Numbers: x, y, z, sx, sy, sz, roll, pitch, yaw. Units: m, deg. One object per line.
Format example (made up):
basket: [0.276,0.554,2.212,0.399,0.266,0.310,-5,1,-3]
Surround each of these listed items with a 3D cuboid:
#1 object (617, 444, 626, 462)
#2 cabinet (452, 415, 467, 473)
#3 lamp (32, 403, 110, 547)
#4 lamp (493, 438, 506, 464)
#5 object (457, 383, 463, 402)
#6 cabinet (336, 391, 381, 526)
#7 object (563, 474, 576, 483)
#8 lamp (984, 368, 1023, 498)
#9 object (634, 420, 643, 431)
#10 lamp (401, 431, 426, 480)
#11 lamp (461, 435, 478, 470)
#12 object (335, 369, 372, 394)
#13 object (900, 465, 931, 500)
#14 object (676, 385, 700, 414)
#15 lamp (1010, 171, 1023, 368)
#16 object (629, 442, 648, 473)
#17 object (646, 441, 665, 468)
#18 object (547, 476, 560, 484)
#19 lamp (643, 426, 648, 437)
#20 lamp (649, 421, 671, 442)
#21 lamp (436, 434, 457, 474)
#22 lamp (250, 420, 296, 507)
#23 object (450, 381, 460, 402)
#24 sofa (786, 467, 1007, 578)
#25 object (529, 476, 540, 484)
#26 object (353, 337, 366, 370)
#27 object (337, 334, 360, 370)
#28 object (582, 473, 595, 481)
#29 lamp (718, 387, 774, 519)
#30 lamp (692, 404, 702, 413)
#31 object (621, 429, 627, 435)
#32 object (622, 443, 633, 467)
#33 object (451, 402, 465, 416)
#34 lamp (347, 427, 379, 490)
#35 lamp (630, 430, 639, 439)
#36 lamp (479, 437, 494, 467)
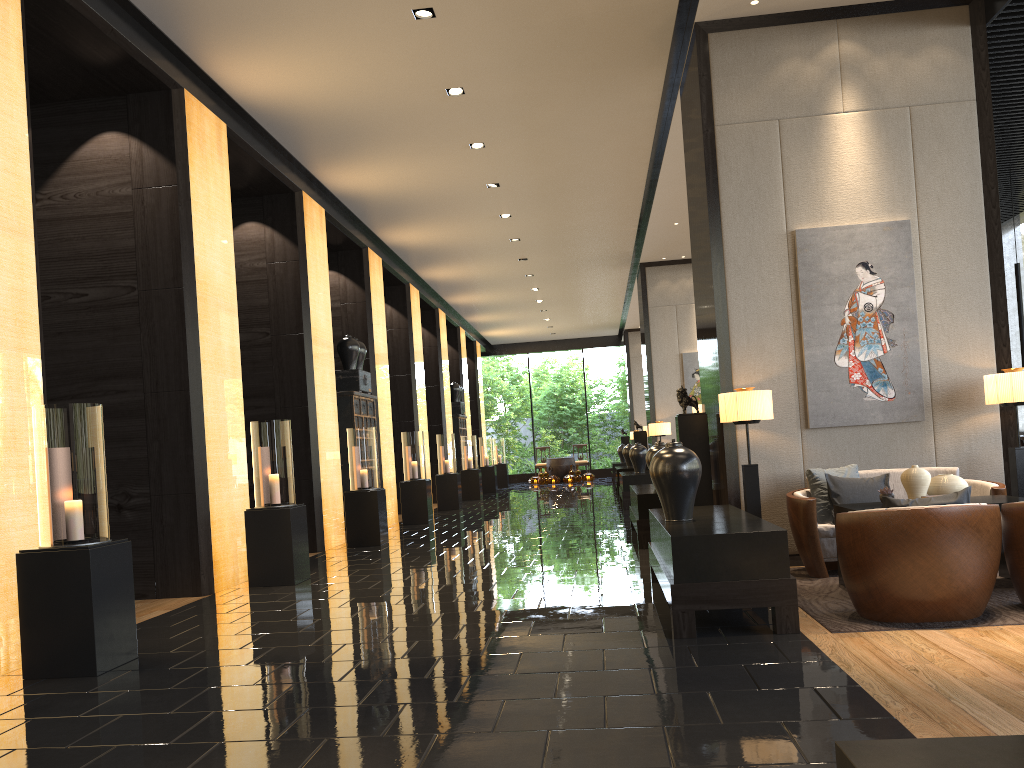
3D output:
object: [2.926,1.815,23.316,0.312,0.492,0.311,-5,-2,24]
cabinet: [-1.353,1.718,20.893,0.548,1.920,1.189,-4,-2,5]
lamp: [-2.345,0.480,4.713,0.336,0.728,0.337,-3,-2,-22]
lamp: [-0.361,1.904,25.173,0.336,0.728,0.337,-4,-2,-7]
object: [-1.332,0.205,21.109,0.311,0.492,0.312,-3,-2,-13]
cabinet: [-2.204,1.107,12.116,0.548,1.920,1.189,-4,-2,5]
object: [1.638,2.693,25.191,0.370,0.229,0.370,-4,-3,8]
lamp: [3.582,0.566,6.237,0.376,1.349,0.374,-5,-1,35]
object: [2.318,0.765,16.276,0.161,0.217,0.102,-4,-2,-7]
lamp: [-1.494,1.090,13.482,0.337,0.728,0.337,-4,-2,7]
lamp: [-0.928,1.497,19.328,0.337,0.728,0.337,-4,-2,7]
object: [-2.164,-0.014,12.151,0.365,0.314,0.607,-4,-4,5]
object: [2.475,0.615,5.422,0.171,0.235,0.171,-6,-3,40]
object: [1.456,0.130,7.350,0.176,0.245,0.116,-4,-2,5]
lamp: [6.031,-1.385,10.565,0.060,2.417,0.060,-4,-1,0]
object: [2.054,1.189,14.325,0.312,0.492,0.311,-5,-2,24]
object: [1.569,0.842,9.326,0.311,0.492,0.312,-3,-2,-13]
object: [1.180,2.726,25.230,0.370,0.229,0.370,-6,-4,28]
lamp: [2.768,1.446,17.100,0.375,1.349,0.375,-4,-1,24]
lamp: [2.594,1.320,15.300,0.375,1.349,0.375,-4,-1,24]
lamp: [-1.211,1.294,16.405,0.337,0.728,0.337,-4,-2,7]
lamp: [-2.061,0.684,7.636,0.336,0.728,0.337,-3,-2,-22]
object: [-1.364,0.182,20.779,0.311,0.492,0.312,-3,-2,-21]
sofa: [2.678,0.955,6.237,1.449,0.692,0.604,-4,-2,6]
object: [0.684,2.807,25.862,0.370,0.229,0.370,-5,-4,23]
object: [-2.183,-0.406,12.332,0.311,0.492,0.312,-3,-2,-13]
object: [-2.215,-0.429,12.001,0.311,0.492,0.312,-3,-2,-28]
object: [2.213,2.693,25.696,0.369,0.229,0.371,-2,-4,-22]
lamp: [1.732,0.704,6.416,0.374,1.346,0.376,-3,-1,-33]
lamp: [1.908,0.843,8.215,0.374,1.317,0.376,-3,-2,-41]
object: [3.186,1.372,25.203,0.176,0.245,0.116,-4,-2,10]
object: [2.426,1.456,18.159,0.312,0.492,0.311,-5,-2,24]
object: [-1.313,0.596,20.928,0.365,0.314,0.607,-4,-4,5]
lamp: [-1.778,0.887,10.559,0.337,0.728,0.337,-4,-2,11]
lamp: [3.462,1.943,24.252,0.376,1.349,0.374,-5,-1,35]
lamp: [-0.644,1.700,22.250,0.337,0.728,0.337,-4,-2,7]
